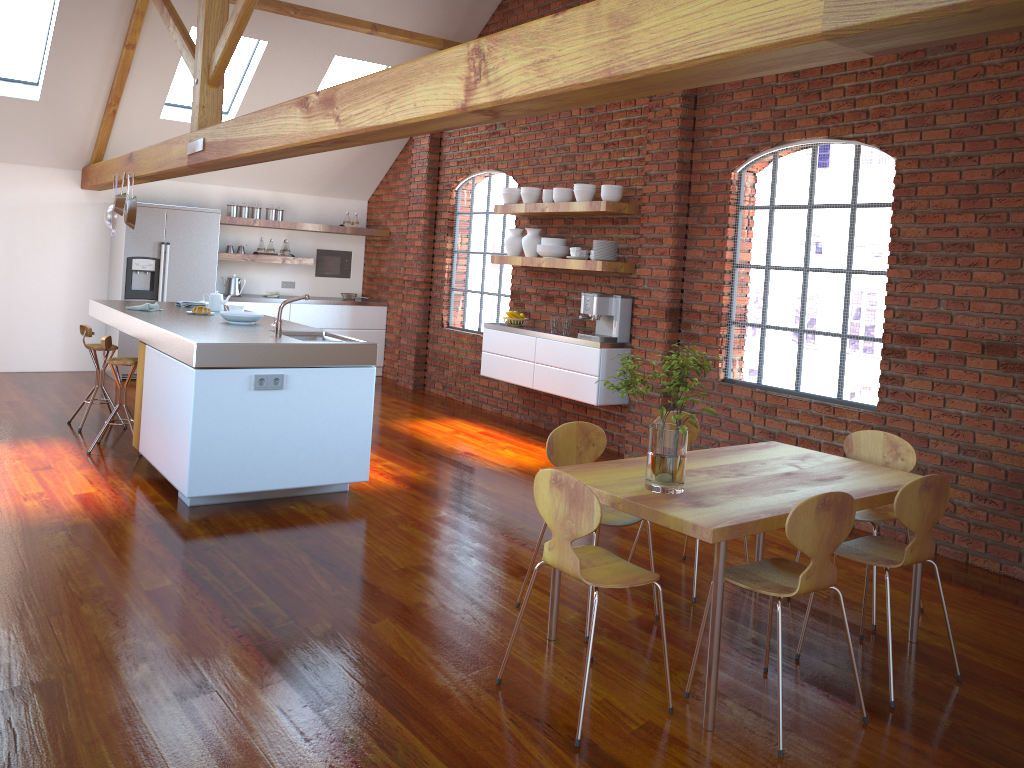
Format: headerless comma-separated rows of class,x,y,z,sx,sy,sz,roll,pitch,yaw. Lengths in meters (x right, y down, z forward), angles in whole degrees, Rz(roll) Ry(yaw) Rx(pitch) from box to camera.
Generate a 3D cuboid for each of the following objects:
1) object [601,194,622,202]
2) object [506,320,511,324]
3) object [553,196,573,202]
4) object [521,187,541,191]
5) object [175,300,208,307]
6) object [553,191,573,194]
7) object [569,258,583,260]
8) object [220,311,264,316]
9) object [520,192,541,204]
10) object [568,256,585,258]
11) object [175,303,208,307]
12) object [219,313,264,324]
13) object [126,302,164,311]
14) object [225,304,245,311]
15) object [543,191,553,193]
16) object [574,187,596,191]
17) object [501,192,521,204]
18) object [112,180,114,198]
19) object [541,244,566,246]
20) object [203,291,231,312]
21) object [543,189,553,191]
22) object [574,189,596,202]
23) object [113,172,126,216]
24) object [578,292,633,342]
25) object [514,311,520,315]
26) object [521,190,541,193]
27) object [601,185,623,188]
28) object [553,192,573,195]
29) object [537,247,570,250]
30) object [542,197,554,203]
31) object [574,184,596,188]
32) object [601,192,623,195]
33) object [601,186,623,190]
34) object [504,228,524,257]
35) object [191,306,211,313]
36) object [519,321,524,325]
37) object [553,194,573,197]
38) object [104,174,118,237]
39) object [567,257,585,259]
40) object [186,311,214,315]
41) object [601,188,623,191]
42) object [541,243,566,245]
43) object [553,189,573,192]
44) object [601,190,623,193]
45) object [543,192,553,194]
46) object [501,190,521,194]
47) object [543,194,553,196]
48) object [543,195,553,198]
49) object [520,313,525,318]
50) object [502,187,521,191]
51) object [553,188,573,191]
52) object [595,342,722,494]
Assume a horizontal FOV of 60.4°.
object,0.765,-1.426,6.774,0.165,0.061,0.167,4,7,5
object,-0.030,-0.552,7.802,0.046,0.046,0.056,4,5,-2
object,0.420,-1.521,7.300,0.165,0.061,0.167,-2,9,-40
object,0.162,-1.646,7.626,0.180,0.103,0.182,4,6,1
object,-2.536,-0.638,6.996,0.232,0.050,0.166,-1,9,-35
object,0.423,-1.564,7.300,0.165,0.061,0.167,-2,9,-40
object,0.512,-1.002,7.058,0.154,0.012,0.155,6,8,16
object,-1.782,-0.442,5.803,0.283,0.055,0.282,8,8,27
object,0.159,-1.602,7.626,0.180,0.103,0.182,4,6,1
object,0.512,-1.015,7.058,0.154,0.012,0.155,6,8,16
object,-2.546,-0.629,7.031,0.232,0.026,0.165,7,8,20
object,-1.783,-0.431,5.804,0.283,0.055,0.282,8,8,27
object,-2.638,-0.562,6.319,0.196,0.061,0.205,6,7,17
object,-2.030,-0.548,6.481,0.125,0.069,0.116,9,8,40
object,0.310,-1.609,7.493,0.099,0.061,0.099,4,6,5
object,0.578,-1.513,7.018,0.181,0.103,0.181,7,7,25
object,-0.009,-1.638,7.807,0.180,0.103,0.182,4,6,1
object,-3.421,-1.646,7.567,0.023,0.288,0.059,4,1,-20
object,0.347,-1.138,7.365,0.213,0.055,0.215,-3,10,-43
object,-2.234,-0.627,6.661,0.197,0.155,0.119,1,4,-29
object,0.311,-1.622,7.493,0.099,0.061,0.099,4,6,5
object,0.577,-1.492,7.018,0.181,0.103,0.181,7,7,25
object,-3.200,-1.550,7.182,0.085,0.358,0.195,3,2,-31
object,0.701,-0.522,6.817,0.378,0.369,0.273,1,4,-35
object,0.042,-0.617,7.830,0.069,0.061,0.069,2,5,-18
object,0.161,-1.624,7.626,0.180,0.103,0.182,4,6,1
object,0.770,-1.494,6.773,0.165,0.061,0.167,4,7,5
object,0.422,-1.551,7.300,0.165,0.061,0.167,-2,9,-40
object,0.345,-1.110,7.365,0.284,0.055,0.282,10,9,38
object,0.307,-1.554,7.494,0.099,0.061,0.099,4,6,5
object,0.580,-1.536,7.017,0.181,0.103,0.181,7,7,25
object,0.766,-1.442,6.774,0.165,0.061,0.167,4,7,5
object,0.769,-1.481,6.773,0.165,0.061,0.167,4,7,5
object,0.026,-1.261,7.857,0.192,0.249,0.193,4,3,5
object,-2.226,-0.531,6.300,0.137,0.051,0.062,2,5,-16
object,0.069,-0.561,7.838,0.070,0.069,0.069,2,5,-26
object,0.421,-1.537,7.300,0.165,0.061,0.167,-2,9,-40
object,-3.364,-1.500,7.363,0.084,0.528,0.274,3,2,-35
object,0.512,-1.006,7.058,0.154,0.012,0.155,6,8,16
object,-2.225,-0.506,6.289,0.194,0.014,0.196,2,8,-14
object,0.768,-1.469,6.773,0.165,0.061,0.167,4,7,5
object,0.347,-1.148,7.365,0.213,0.055,0.215,-3,10,-43
object,0.423,-1.576,7.300,0.165,0.061,0.167,-2,9,-40
object,0.767,-1.455,6.774,0.165,0.061,0.167,4,7,5
object,0.310,-1.597,7.494,0.099,0.061,0.099,4,6,5
object,-0.007,-1.660,7.807,0.180,0.103,0.182,4,6,1
object,0.309,-1.584,7.494,0.099,0.061,0.099,4,6,5
object,0.308,-1.570,7.494,0.099,0.061,0.099,4,6,5
object,0.090,-0.603,7.808,0.047,0.046,0.055,4,5,7
object,-0.006,-1.682,7.807,0.180,0.103,0.182,4,6,1
object,0.424,-1.589,7.299,0.165,0.061,0.167,-2,9,-40
object,0.508,0.112,3.101,0.427,0.519,0.390,4,3,10
